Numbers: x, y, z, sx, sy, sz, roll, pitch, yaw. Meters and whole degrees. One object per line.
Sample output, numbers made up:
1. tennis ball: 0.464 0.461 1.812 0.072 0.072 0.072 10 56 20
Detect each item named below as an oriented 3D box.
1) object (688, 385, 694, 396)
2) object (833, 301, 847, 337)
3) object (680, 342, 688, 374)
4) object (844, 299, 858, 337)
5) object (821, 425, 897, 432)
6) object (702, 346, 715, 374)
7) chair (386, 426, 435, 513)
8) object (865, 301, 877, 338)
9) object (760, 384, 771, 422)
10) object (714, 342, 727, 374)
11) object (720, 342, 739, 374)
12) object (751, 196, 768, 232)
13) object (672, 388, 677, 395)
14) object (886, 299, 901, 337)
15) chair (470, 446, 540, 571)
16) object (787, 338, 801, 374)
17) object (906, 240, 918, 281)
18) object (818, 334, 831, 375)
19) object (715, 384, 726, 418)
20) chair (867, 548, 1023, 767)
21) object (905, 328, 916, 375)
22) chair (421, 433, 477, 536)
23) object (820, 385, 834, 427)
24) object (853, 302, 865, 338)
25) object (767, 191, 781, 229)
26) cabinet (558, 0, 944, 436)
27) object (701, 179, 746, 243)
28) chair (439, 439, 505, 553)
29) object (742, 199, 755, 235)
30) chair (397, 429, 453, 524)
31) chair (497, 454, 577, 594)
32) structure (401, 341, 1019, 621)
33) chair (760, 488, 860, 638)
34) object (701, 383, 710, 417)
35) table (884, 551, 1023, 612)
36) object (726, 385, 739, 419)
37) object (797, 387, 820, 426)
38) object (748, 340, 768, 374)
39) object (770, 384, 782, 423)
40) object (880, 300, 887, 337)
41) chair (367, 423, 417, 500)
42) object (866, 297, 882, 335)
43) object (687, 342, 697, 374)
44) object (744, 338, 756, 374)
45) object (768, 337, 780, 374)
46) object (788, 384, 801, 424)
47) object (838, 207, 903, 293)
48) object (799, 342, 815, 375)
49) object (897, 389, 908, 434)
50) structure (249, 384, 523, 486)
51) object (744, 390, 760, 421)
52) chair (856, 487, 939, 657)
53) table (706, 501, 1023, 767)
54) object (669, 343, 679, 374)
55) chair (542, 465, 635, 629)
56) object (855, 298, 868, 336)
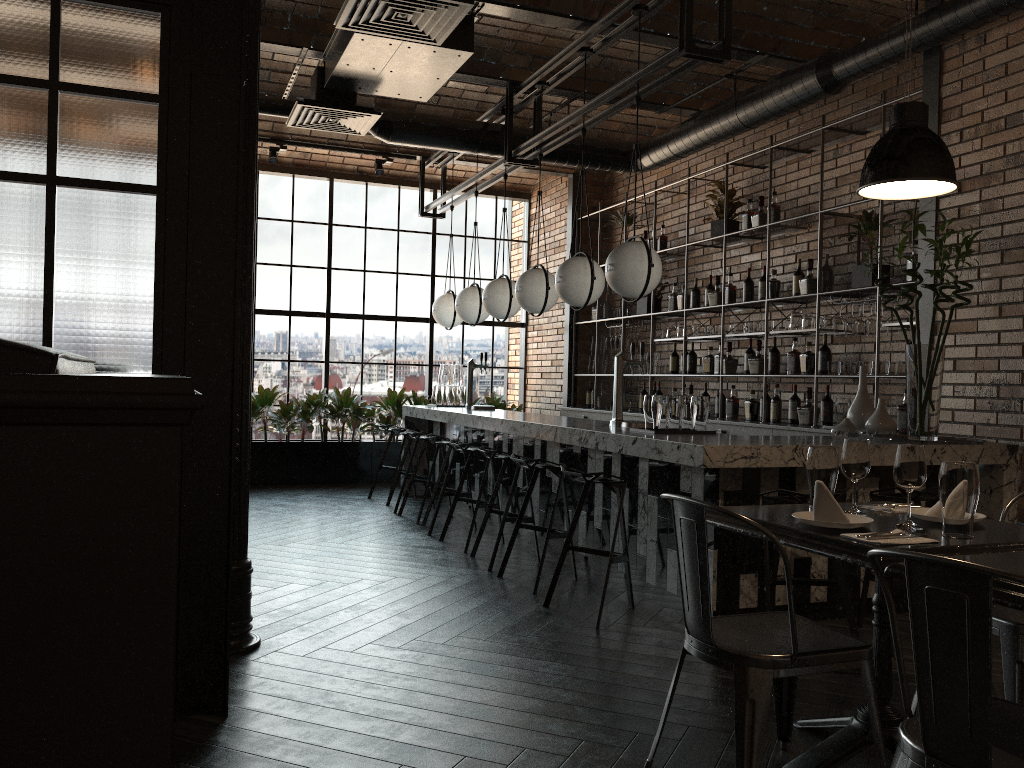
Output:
1. object: 1.590 0.145 7.888 0.123 0.279 0.123 1 0 -8
2. object: 2.240 -0.443 6.054 0.092 0.244 0.092 2 0 18
3. object: 1.579 -0.230 8.065 0.086 0.298 0.086 2 0 27
4. object: 2.280 -0.442 5.952 0.092 0.244 0.092 2 0 18
5. object: 2.316 0.298 5.913 0.273 0.019 0.437 1 0 -21
6. object: 1.709 -0.199 7.643 0.094 0.248 0.151 1 0 -32
7. chair: -0.885 0.751 7.935 0.414 0.737 0.475 1 0 -16
8. object: 2.434 -0.438 6.012 0.092 0.244 0.092 2 0 18
9. object: 1.989 0.148 6.946 0.086 0.298 0.086 2 0 27
10. object: 1.766 -0.216 7.500 0.083 0.282 0.083 1 0 -21
11. object: 1.804 -0.212 7.366 0.123 0.279 0.123 1 0 -8
12. object: 1.978 -1.351 7.035 0.123 0.279 0.123 1 0 -18
13. object: 1.495 0.158 8.166 0.094 0.248 0.151 1 0 -32
14. object: 2.507 -0.436 5.823 0.092 0.244 0.092 2 0 18
15. chair: -0.008 0.778 5.696 0.414 0.737 0.475 1 0 -16
16. object: 2.111 -0.205 6.620 0.083 0.282 0.083 1 0 -36
17. object: 2.535 -0.763 5.573 0.083 0.282 0.083 1 0 -6
18. object: 2.235 -0.208 6.339 0.086 0.298 0.086 2 0 27
19. object: 1.765 0.140 7.501 0.086 0.298 0.086 2 0 27
20. chair: 1.018 0.753 1.778 0.558 0.857 0.504 1 0 -31
21. object: 2.523 -0.201 5.577 0.086 0.299 0.086 2 0 27
22. chair: -0.468 0.764 6.870 0.414 0.737 0.475 1 0 -11
23. object: 2.234 0.154 6.290 0.086 0.299 0.086 2 0 27
24. object: 2.393 -0.439 6.115 0.092 0.244 0.092 2 0 18
25. object: 2.034 -1.352 6.888 0.083 0.282 0.083 1 0 -36
26. cabinet: 1.361 -0.651 8.454 0.564 3.779 7.075 1 0 -21
27. object: 1.815 -1.480 7.555 0.430 0.526 0.425 1 0 -19
28. chair: -0.234 0.771 6.273 0.414 0.737 0.475 1 0 -26
29. object: 1.920 -1.355 7.179 0.083 0.282 0.083 1 0 -21
30. chair: -0.680 0.757 7.410 0.414 0.737 0.475 1 0 -26
31. chair: 0.204 0.785 5.153 0.414 0.737 0.475 1 0 -26
32. structure: 0.770 0.450 6.770 1.930 1.430 5.346 1 0 -21
33. chair: 1.251 0.814 3.947 0.475 0.737 0.414 1 0 -16
34. object: 1.669 0.137 7.657 0.086 0.297 0.086 1 0 12
35. table: 1.470 0.814 1.930 0.872 0.758 0.872 1 0 -21
36. object: 1.824 0.150 7.328 0.083 0.282 0.083 1 0 -36
37. object: 2.157 0.163 6.442 0.123 0.279 0.123 1 0 -33
38. object: 1.948 -0.207 6.998 0.123 0.279 0.123 1 0 -33
39. object: 2.029 0.149 6.805 0.080 0.299 0.080 1 0 -19
40. object: 2.470 -0.437 5.920 0.092 0.244 0.092 2 0 18
41. chair: -1.093 0.745 8.467 0.414 0.737 0.475 1 0 -31
42. object: 2.354 -0.439 5.763 0.092 0.244 0.092 2 0 18
43. object: 1.608 -0.228 7.913 0.086 0.297 0.086 2 0 27
44. object: 1.916 -0.219 7.137 0.086 0.298 0.086 2 0 27
45. object: 2.026 -0.216 6.847 0.086 0.299 0.086 2 0 27
46. object: 2.110 0.150 6.618 0.086 0.298 0.086 2 0 27
47. object: 2.369 -0.905 5.911 0.374 0.560 0.398 2 0 41
48. object: 2.165 -0.185 6.477 0.094 0.248 0.151 1 0 -12
49. object: 2.495 0.171 5.614 0.083 0.282 0.083 1 0 -36
50. structure: -1.614 0.562 9.972 4.107 1.072 0.757 1 0 -22
51. object: 1.918 0.171 7.085 0.094 0.248 0.151 1 0 -12
52. chair: 1.795 0.827 4.160 0.475 0.737 0.414 1 0 -26
53. table: 1.148 0.804 2.752 0.872 0.758 0.872 1 0 -21
54. object: 1.502 -0.231 8.191 0.086 0.299 0.086 2 0 27
55. chair: 0.461 0.793 4.498 0.414 0.737 0.475 1 0 -31
56. object: 2.316 -0.441 5.860 0.092 0.244 0.092 2 0 18
